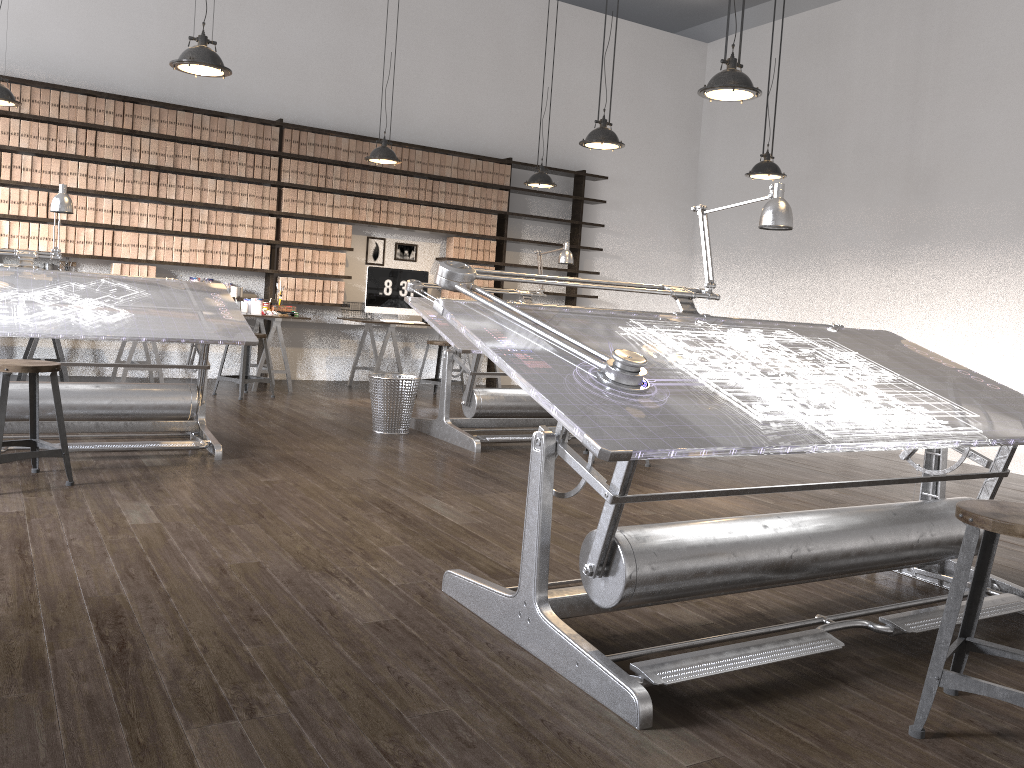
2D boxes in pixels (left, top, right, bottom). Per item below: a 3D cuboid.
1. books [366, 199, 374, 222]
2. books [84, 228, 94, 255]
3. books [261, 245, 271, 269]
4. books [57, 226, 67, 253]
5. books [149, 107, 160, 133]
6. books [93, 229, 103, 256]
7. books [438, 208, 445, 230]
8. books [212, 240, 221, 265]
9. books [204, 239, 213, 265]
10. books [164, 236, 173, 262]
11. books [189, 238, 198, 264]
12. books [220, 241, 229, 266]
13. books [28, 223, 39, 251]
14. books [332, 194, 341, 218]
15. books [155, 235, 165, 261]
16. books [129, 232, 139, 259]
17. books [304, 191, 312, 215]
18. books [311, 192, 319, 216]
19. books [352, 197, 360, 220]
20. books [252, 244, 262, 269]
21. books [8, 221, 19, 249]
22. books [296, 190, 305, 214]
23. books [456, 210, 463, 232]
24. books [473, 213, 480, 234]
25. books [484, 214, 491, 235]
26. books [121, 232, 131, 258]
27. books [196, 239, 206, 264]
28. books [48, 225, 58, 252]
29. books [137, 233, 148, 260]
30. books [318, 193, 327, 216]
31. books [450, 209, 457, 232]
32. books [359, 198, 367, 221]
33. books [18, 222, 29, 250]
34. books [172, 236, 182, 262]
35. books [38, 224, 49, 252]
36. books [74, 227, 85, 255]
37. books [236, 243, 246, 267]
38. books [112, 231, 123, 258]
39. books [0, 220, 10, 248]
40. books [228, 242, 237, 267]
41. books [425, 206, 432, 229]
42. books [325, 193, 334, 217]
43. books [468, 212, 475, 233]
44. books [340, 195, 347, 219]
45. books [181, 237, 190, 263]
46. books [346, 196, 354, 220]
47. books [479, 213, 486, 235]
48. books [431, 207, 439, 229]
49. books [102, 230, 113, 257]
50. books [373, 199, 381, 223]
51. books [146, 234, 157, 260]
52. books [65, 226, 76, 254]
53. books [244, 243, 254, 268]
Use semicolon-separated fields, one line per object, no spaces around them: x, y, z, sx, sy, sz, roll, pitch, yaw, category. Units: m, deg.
-1.436;-1.714;8.767;0.066;0.225;0.175;3;4;-31;books
-3.596;-1.205;7.518;0.066;0.225;0.175;3;4;-31;books
-2.321;-1.184;8.283;0.066;0.225;0.175;3;4;-31;books
-3.775;-1.208;7.409;0.067;0.225;0.175;3;4;-31;books
-3.124;-2.286;7.714;0.066;0.225;0.175;3;4;-31;books
-3.538;-1.205;7.558;0.066;0.225;0.175;3;4;-31;books
-0.767;-1.703;9.169;0.066;0.225;0.175;3;4;-31;books
-2.703;-1.191;8.057;0.066;0.225;0.175;3;4;-31;books
-2.764;-1.192;8.021;0.066;0.225;0.175;3;4;-31;books
-3.055;-1.196;7.846;0.066;0.225;0.175;3;4;-31;books
-2.878;-1.193;7.951;0.066;0.225;0.175;3;4;-31;books
-2.640;-1.189;8.090;0.066;0.225;0.175;3;4;-31;books
-3.949;-1.211;7.306;0.067;0.225;0.175;3;4;-31;books
-1.727;-1.719;8.594;0.066;0.225;0.175;3;4;-31;books
-3.116;-1.198;7.811;0.066;0.225;0.175;3;4;-31;books
-3.296;-1.200;7.695;0.067;0.225;0.175;3;4;-31;books
-1.969;-1.723;8.449;0.066;0.225;0.175;3;4;-31;books
-1.911;-1.722;8.488;0.066;0.225;0.175;3;4;-31;books
-1.559;-1.716;8.698;0.066;0.225;0.175;3;4;-31;books
-2.387;-1.185;8.241;0.067;0.225;0.175;3;4;-31;books
-4.072;-1.213;7.239;0.066;0.225;0.175;3;4;-31;books
-2.029;-1.724;8.409;0.066;0.225;0.175;3;4;-31;books
-0.586;-1.700;9.275;0.067;0.225;0.175;3;4;-31;books
-0.412;-1.697;9.377;0.067;0.225;0.175;3;4;-31;books
-0.297;-1.696;9.454;0.066;0.225;0.175;3;4;-31;books
-3.352;-1.201;7.666;0.066;0.225;0.175;3;4;-31;books
-2.819;-1.192;7.981;0.067;0.225;0.175;3;4;-31;books
-3.834;-1.209;7.379;0.066;0.225;0.175;3;4;-31;books
-3.234;-1.199;7.732;0.066;0.225;0.175;3;4;-31;books
-1.850;-1.721;8.523;0.066;0.225;0.175;3;4;-31;books
-0.648;-1.701;9.242;0.066;0.225;0.175;3;4;-31;books
-1.499;-1.715;8.734;0.066;0.225;0.175;3;4;-31;books
-4.011;-1.212;7.274;0.066;0.225;0.175;3;4;-31;books
-2.993;-1.195;7.878;0.067;0.225;0.175;3;4;-31;books
-3.887;-1.210;7.345;0.066;0.225;0.175;3;4;-31;books
-3.659;-1.206;7.485;0.066;0.225;0.175;3;4;-31;books
-2.515;-1.187;8.164;0.067;0.225;0.175;3;4;-31;books
-3.410;-1.202;7.635;0.066;0.225;0.175;3;4;-31;books
-4.129;-1.214;7.200;0.066;0.225;0.175;3;4;-31;books
-2.582;-1.189;8.131;0.066;0.225;0.175;3;4;-31;books
-0.889;-1.705;9.091;0.067;0.225;0.175;3;4;-31;books
-1.788;-1.720;8.555;0.067;0.225;0.175;3;4;-31;books
-0.472;-1.698;9.347;0.066;0.225;0.175;3;4;-31;books
-1.674;-1.718;8.628;0.066;0.225;0.175;3;4;-31;books
-2.932;-1.194;7.917;0.066;0.225;0.175;3;4;-31;books
-1.614;-1.717;8.658;0.067;0.225;0.175;3;4;-31;books
-0.358;-1.697;9.417;0.066;0.225;0.175;3;4;-31;books
-0.828;-1.704;9.129;0.066;0.225;0.175;3;4;-31;books
-3.470;-1.203;7.592;0.067;0.225;0.175;3;4;-31;books
-1.377;-1.714;8.807;0.066;0.225;0.175;3;4;-31;books
-3.174;-1.198;7.772;0.066;0.225;0.175;3;4;-31;books
-3.720;-1.207;7.449;0.066;0.225;0.175;3;4;-31;books
-2.454;-1.187;8.207;0.066;0.225;0.175;3;4;-31;books
